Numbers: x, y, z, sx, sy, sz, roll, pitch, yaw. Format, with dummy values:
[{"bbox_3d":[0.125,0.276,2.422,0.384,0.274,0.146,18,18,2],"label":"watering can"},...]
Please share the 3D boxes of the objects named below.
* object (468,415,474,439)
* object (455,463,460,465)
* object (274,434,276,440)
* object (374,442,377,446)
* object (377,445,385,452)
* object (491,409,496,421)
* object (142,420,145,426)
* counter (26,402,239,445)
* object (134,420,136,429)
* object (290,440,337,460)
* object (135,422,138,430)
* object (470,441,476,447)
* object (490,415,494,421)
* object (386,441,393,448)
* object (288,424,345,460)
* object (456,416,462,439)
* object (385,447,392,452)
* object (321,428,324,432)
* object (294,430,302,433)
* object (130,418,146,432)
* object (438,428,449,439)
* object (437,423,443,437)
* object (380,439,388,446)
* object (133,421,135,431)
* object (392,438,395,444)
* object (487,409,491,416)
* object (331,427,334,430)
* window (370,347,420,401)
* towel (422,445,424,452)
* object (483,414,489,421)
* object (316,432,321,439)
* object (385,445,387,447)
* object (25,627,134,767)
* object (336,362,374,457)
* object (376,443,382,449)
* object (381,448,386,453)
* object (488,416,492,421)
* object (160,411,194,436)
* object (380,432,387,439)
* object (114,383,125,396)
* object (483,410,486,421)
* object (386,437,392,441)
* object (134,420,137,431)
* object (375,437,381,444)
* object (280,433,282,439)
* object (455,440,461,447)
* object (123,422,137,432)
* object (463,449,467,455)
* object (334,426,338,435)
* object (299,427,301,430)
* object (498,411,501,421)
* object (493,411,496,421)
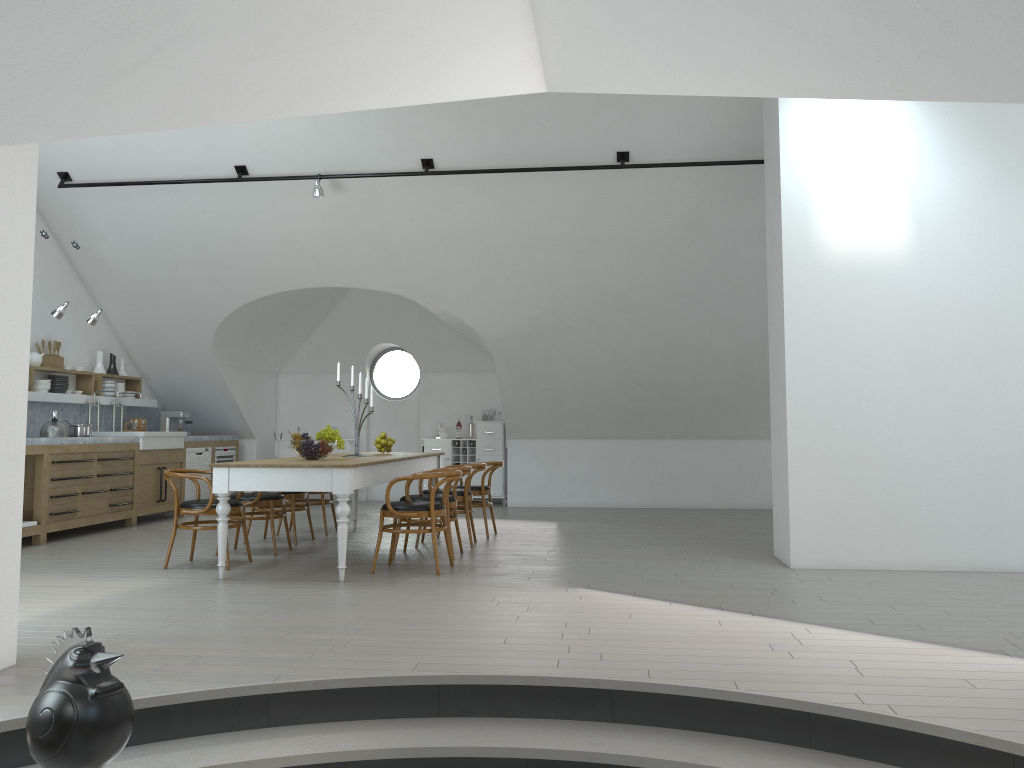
[{"bbox_3d":[-0.574,0.610,12.554,0.085,0.331,0.085,3,-6,-34],"label":"object"},{"bbox_3d":[-0.717,1.149,12.502,0.156,0.086,0.330,0,-3,8],"label":"object"},{"bbox_3d":[-3.345,0.825,12.593,0.088,0.269,0.029,2,-5,-20],"label":"object"},{"bbox_3d":[-1.337,0.590,8.798,0.062,0.060,0.062,-1,-4,11],"label":"object"},{"bbox_3d":[-1.297,0.640,8.788,0.080,0.074,0.078,3,-5,-38],"label":"object"},{"bbox_3d":[-0.262,0.447,12.660,0.063,0.187,0.063,1,-5,-7],"label":"object"},{"bbox_3d":[-4.663,0.552,11.194,0.040,0.193,0.042,3,-6,-33],"label":"object"},{"bbox_3d":[-4.609,0.304,9.207,0.961,0.621,6.562,0,-3,7],"label":"counter"},{"bbox_3d":[-4.683,0.544,10.986,0.023,0.196,0.018,0,-5,1],"label":"object"},{"bbox_3d":[-1.556,0.518,6.955,0.360,0.160,0.359,1,-3,-13],"label":"object"},{"bbox_3d":[-4.671,0.554,10.997,0.044,0.179,0.019,1,-5,-9],"label":"object"},{"bbox_3d":[-0.542,0.846,12.495,0.087,0.085,0.359,0,-3,7],"label":"object"},{"bbox_3d":[-0.286,0.488,12.588,0.071,0.099,0.071,-1,-4,15],"label":"object"},{"bbox_3d":[-1.206,0.594,8.736,0.071,0.072,0.070,2,-4,-29],"label":"object"},{"bbox_3d":[-1.533,0.454,6.943,0.393,0.285,0.292,2,-4,-29],"label":"object"},{"bbox_3d":[-0.752,0.613,12.580,0.081,0.330,0.081,0,-5,2],"label":"object"},{"bbox_3d":[-1.223,0.646,8.786,0.063,0.064,0.063,-1,-4,18],"label":"object"},{"bbox_3d":[-2.698,0.705,12.616,0.048,0.170,0.048,0,-5,-6],"label":"object"},{"bbox_3d":[-3.091,0.736,12.817,0.101,0.138,0.066,-1,-4,7],"label":"object"},{"bbox_3d":[-4.705,0.543,11.165,0.104,0.223,0.200,-1,-4,7],"label":"object"},{"bbox_3d":[-0.971,0.698,12.573,0.154,0.160,0.157,-3,-5,35],"label":"object"},{"bbox_3d":[-1.044,0.665,12.810,0.115,0.209,0.065,-1,-5,9],"label":"object"},{"bbox_3d":[-1.257,0.573,8.702,0.071,0.064,0.072,0,-4,0],"label":"object"},{"bbox_3d":[-4.679,0.552,10.960,0.019,0.179,0.044,2,-5,-28],"label":"object"},{"bbox_3d":[-1.191,0.570,8.817,0.063,0.063,0.062,2,-5,-31],"label":"object"},{"bbox_3d":[-0.325,0.451,12.649,0.054,0.179,0.054,0,-5,1],"label":"object"},{"bbox_3d":[-2.560,0.703,12.663,0.054,0.179,0.054,1,-5,-16],"label":"object"},{"bbox_3d":[-1.722,-0.147,13.253,0.900,0.902,0.060,0,-5,7],"label":"window"},{"bbox_3d":[-1.257,0.978,12.684,0.049,0.204,0.149,-1,-4,7],"label":"towel"},{"bbox_3d":[-0.362,0.477,12.438,0.081,0.105,0.081,-4,-6,45],"label":"object"},{"bbox_3d":[-2.734,0.733,12.539,0.082,0.105,0.081,-2,-4,20],"label":"object"},{"bbox_3d":[-1.244,0.594,8.837,0.076,0.076,0.076,2,-4,-26],"label":"object"},{"bbox_3d":[-1.399,1.076,2.879,0.320,0.564,0.320,2,-5,-20],"label":"object"},{"bbox_3d":[-1.396,0.211,7.944,0.265,0.877,0.773,2,-4,-19],"label":"object"},{"bbox_3d":[-1.309,0.611,8.718,0.059,0.056,0.059,0,-4,1],"label":"object"},{"bbox_3d":[-1.264,0.651,8.728,0.050,0.050,0.051,-1,-4,10],"label":"object"},{"bbox_3d":[-0.323,0.491,12.514,0.077,0.085,0.077,-1,-4,14],"label":"object"},{"bbox_3d":[-4.338,0.522,11.586,0.386,0.321,0.323,0,-4,7],"label":"object"},{"bbox_3d":[-1.272,0.512,8.771,0.072,0.074,0.072,0,-4,7],"label":"object"},{"bbox_3d":[-4.760,0.069,10.725,0.154,0.160,0.157,-3,-5,35],"label":"object"},{"bbox_3d":[-0.389,0.449,12.517,0.048,0.170,0.048,-4,-6,39],"label":"object"},{"bbox_3d":[-1.219,0.551,8.770,0.058,0.057,0.053,-2,-4,21],"label":"object"},{"bbox_3d":[-4.665,0.541,10.985,0.042,0.193,0.040,-4,-6,43],"label":"object"},{"bbox_3d":[-1.316,0.558,8.745,0.066,0.071,0.072,2,-4,-24],"label":"object"},{"bbox_3d":[-3.290,0.825,12.587,0.088,0.269,0.029,-3,-6,33],"label":"object"},{"bbox_3d":[-0.747,0.844,12.528,0.092,0.094,0.358,-1,-3,7],"label":"object"},{"bbox_3d":[-4.720,0.557,10.941,0.100,0.172,0.172,-1,-4,8],"label":"object"},{"bbox_3d":[-0.646,0.954,12.513,0.085,0.086,0.330,0,-3,6],"label":"object"},{"bbox_3d":[-2.507,0.697,12.627,0.063,0.187,0.063,1,-5,-8],"label":"object"},{"bbox_3d":[-3.070,0.702,12.807,0.039,0.164,0.024,-2,-5,19],"label":"object"},{"bbox_3d":[-0.174,0.460,12.527,0.046,0.143,0.046,-2,-5,18],"label":"object"},{"bbox_3d":[-0.242,0.459,12.503,0.046,0.143,0.046,-2,-5,18],"label":"object"}]
